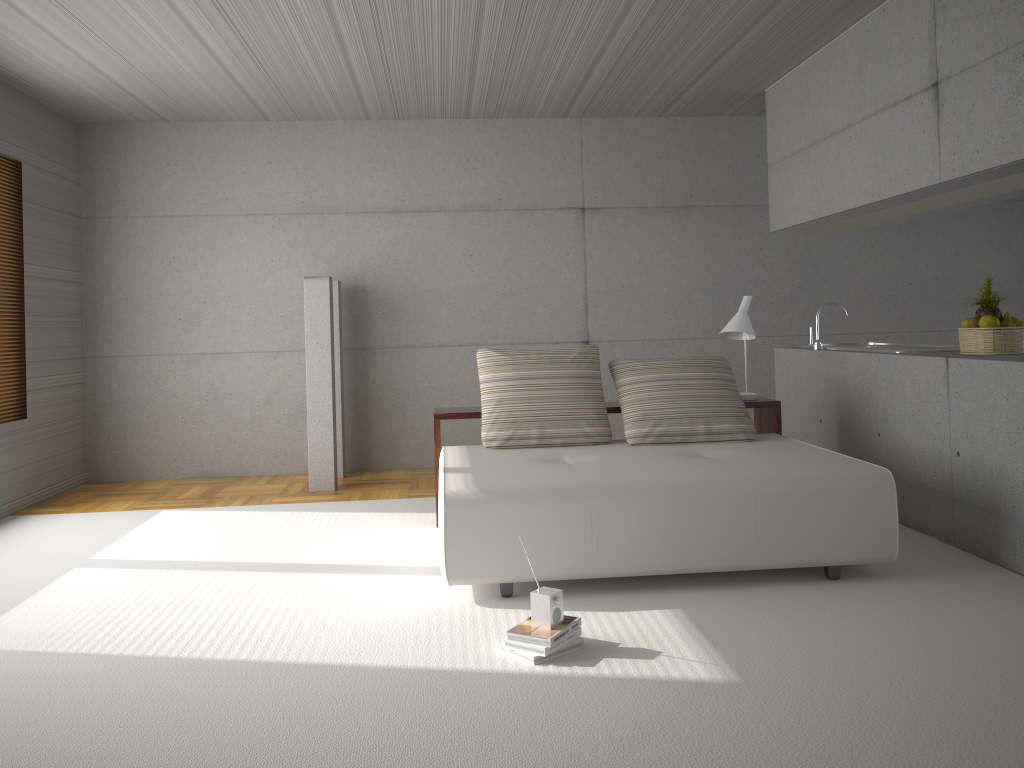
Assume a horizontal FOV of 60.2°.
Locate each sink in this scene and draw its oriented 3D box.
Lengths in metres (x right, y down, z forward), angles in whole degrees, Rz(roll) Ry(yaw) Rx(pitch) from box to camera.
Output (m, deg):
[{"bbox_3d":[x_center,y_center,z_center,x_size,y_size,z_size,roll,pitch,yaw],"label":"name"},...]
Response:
[{"bbox_3d":[2.651,-0.334,6.379,0.766,0.539,1.705,-2,3,-4],"label":"sink"}]

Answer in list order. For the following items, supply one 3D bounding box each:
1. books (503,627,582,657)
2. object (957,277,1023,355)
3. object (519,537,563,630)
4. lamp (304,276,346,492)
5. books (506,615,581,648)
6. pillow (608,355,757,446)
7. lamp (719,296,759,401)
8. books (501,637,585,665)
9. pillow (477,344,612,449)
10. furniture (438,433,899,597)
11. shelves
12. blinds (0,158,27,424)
[{"bbox_3d":[0.120,0.977,3.410,0.189,0.032,0.265,1,4,35],"label":"books"},{"bbox_3d":[2.737,-0.393,5.062,0.369,0.442,0.333,-2,1,-19],"label":"object"},{"bbox_3d":[0.103,0.749,3.373,0.090,0.367,0.186,-2,0,36],"label":"object"},{"bbox_3d":[-1.543,-0.027,7.331,0.200,1.693,0.797,-2,0,-4],"label":"lamp"},{"bbox_3d":[0.126,0.944,3.413,0.189,0.032,0.265,0,4,30],"label":"books"},{"bbox_3d":[1.053,0.096,5.535,0.807,0.517,0.578,-2,2,-4],"label":"pillow"},{"bbox_3d":[1.559,-0.248,5.966,0.323,0.700,0.244,-2,0,-23],"label":"lamp"},{"bbox_3d":[0.121,1.009,3.410,0.265,0.032,0.189,-5,5,-40],"label":"books"},{"bbox_3d":[0.195,0.072,5.519,0.801,0.610,0.490,-2,1,-5],"label":"pillow"},{"bbox_3d":[0.688,0.654,4.854,2.169,0.522,1.614,-2,3,-5],"label":"furniture"},{"bbox_3d":[0.621,0.494,5.848,2.250,0.716,0.400,-2,0,-5],"label":"shelves"},{"bbox_3d":[-3.624,-0.556,5.129,0.012,2.045,3.536,-2,3,-4],"label":"blinds"}]
